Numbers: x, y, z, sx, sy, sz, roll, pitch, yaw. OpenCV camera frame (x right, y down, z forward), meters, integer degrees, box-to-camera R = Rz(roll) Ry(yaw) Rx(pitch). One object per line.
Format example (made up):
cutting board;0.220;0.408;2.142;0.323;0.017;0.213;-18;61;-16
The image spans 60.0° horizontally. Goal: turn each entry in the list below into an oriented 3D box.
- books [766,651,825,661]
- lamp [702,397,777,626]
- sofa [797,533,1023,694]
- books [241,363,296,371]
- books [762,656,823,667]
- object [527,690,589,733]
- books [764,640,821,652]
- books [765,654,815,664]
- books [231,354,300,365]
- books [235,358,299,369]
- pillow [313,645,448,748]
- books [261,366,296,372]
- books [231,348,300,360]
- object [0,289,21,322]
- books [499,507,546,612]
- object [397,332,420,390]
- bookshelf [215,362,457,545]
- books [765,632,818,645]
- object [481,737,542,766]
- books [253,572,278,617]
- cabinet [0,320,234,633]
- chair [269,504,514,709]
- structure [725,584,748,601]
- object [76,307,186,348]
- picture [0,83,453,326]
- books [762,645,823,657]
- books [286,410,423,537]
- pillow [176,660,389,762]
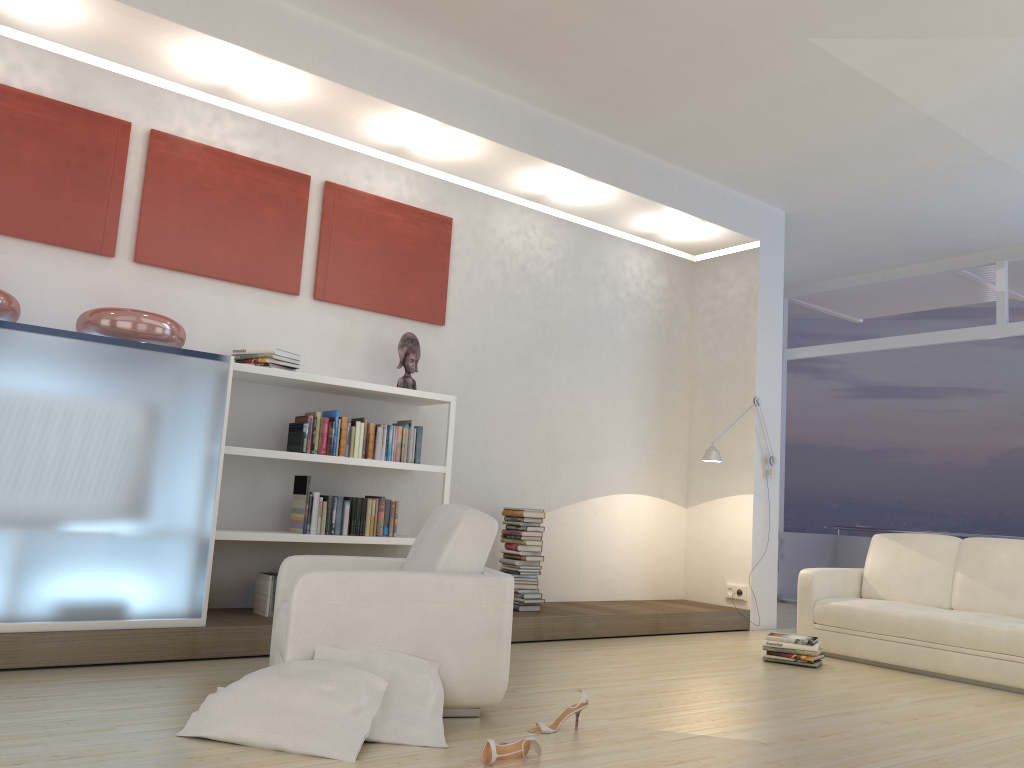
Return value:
books;1.792;1.706;5.601;0.287;0.025;0.247;-2;-10;37
lamp;1.784;0.994;7.088;0.891;1.841;0.204;11;-11;-41
sofa;3.006;1.406;5.606;0.941;0.862;2.166;10;-10;-37
books;-1.474;-0.095;5.273;0.287;0.018;0.247;0;-9;26
books;1.774;1.745;5.607;0.328;0.018;0.247;-1;-9;28
object;0.186;1.297;3.523;0.265;0.149;0.089;7;-9;-24
books;1.780;1.647;5.621;0.319;0.038;0.247;0;-9;23
books;1.770;1.728;5.612;0.287;0.018;0.247;0;-9;26
books;-1.465;-0.143;5.277;0.328;0.027;0.247;-1;-9;28
books;-1.452;-0.117;5.262;0.287;0.025;0.247;-2;-10;37
pillow;-0.545;1.142;3.268;0.615;0.315;0.312;5;-8;-10
books;-1.470;-0.077;5.268;0.328;0.018;0.247;-1;-9;28
books;-1.463;-0.176;5.282;0.319;0.038;0.247;0;-9;23
object;-2.653;-0.389;4.234;0.534;0.206;0.546;-3;-10;39
books;0.081;1.223;6.220;0.270;0.694;0.329;10;-10;-37
object;-0.683;-0.142;5.867;0.133;0.409;0.138;2;-8;9
bookshelf;-1.177;0.679;5.428;1.599;1.396;0.465;10;-10;-37
books;1.777;1.616;5.628;0.287;0.025;0.247;0;-9;26
object;-0.029;1.256;3.062;0.287;0.091;0.121;10;-10;-38
books;-0.981;1.253;5.395;1.125;0.281;0.274;8;-9;-30
cabinet;-2.381;0.456;4.366;1.670;1.396;0.689;10;-10;-37
chair;-0.543;0.927;3.910;0.941;0.828;0.919;6;-8;-17
structure;1.828;1.699;7.241;0.028;0.114;0.206;10;-10;-37
object;-2.018;-0.282;4.715;0.534;0.206;0.546;4;-8;-1
picture;-1.731;-1.023;5.406;3.227;0.794;0.030;10;-10;-37
books;1.778;1.679;5.616;0.328;0.027;0.247;-1;-9;28
books;-0.971;0.558;5.488;0.831;0.743;0.215;10;-10;-37
pillow;-0.816;1.143;3.156;0.712;0.287;0.299;1;-8;15
